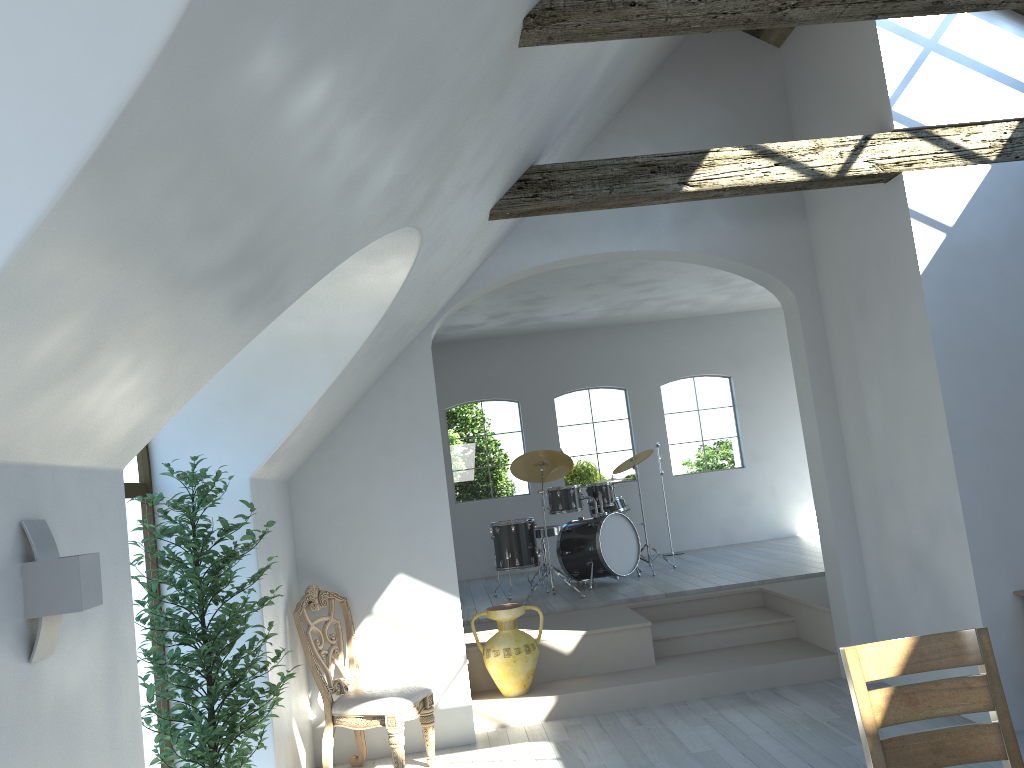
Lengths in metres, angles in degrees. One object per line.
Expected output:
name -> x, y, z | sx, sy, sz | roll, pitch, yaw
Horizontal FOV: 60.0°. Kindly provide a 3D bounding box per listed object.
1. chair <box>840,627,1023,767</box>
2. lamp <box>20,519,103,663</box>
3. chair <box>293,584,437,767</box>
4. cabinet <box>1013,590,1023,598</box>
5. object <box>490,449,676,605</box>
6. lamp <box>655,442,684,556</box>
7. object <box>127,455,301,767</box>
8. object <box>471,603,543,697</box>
chair -> 1.319, 1.244, 2.427 | 0.514, 1.006, 0.605 | -6, -6, -5
lamp -> -1.066, 0.479, 2.109 | 0.127, 0.325, 0.127 | -6, -6, -5
chair -> -0.875, 1.760, 5.299 | 0.655, 1.159, 0.552 | -9, -7, 20
cabinet -> 3.486, 1.366, 4.633 | 1.481, 0.714, 0.383 | -6, -6, -5
object -> 0.552, 1.379, 9.191 | 1.465, 1.383, 2.354 | -12, -8, 39
lamp -> 1.874, 1.398, 10.897 | 0.232, 1.383, 0.238 | -6, -6, -5
object -> -1.322, 1.267, 3.891 | 0.718, 1.920, 0.737 | -9, -6, 14
object -> -0.011, 1.873, 6.240 | 0.396, 0.605, 0.402 | -13, -8, 41
